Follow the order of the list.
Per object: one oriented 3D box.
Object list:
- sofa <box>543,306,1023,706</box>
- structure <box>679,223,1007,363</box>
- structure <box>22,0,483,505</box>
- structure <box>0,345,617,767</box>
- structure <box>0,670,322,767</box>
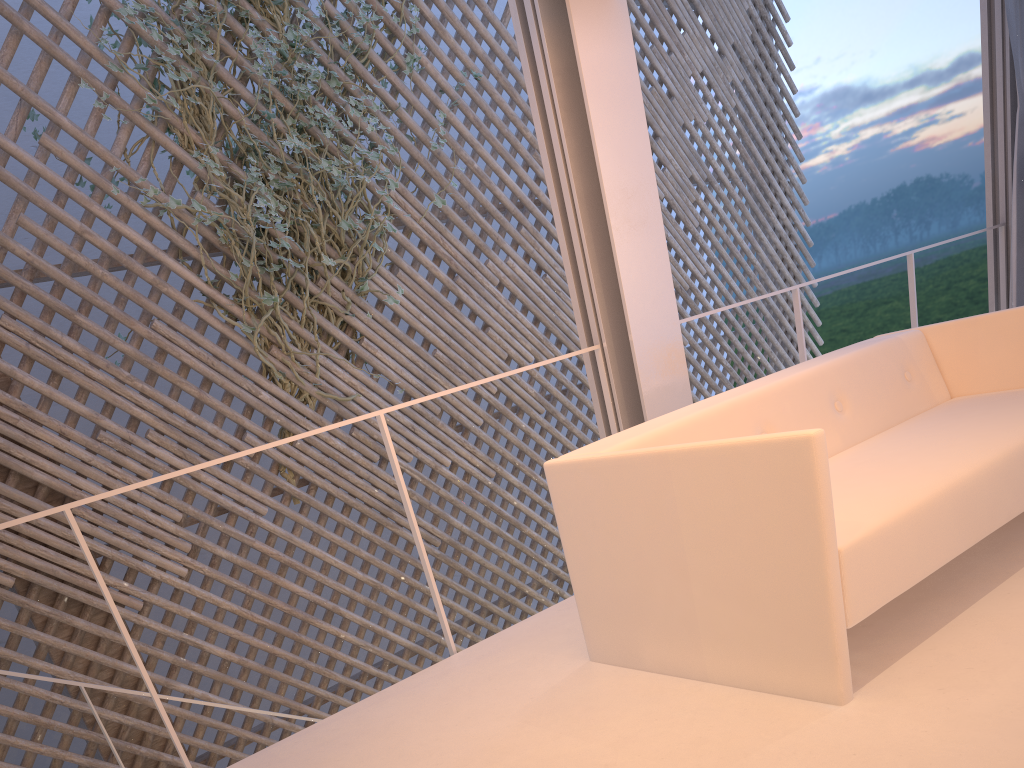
[{"bbox_3d":[0.614,0.158,1.431,0.921,0.404,0.492,-19,10,-32],"label":"sofa"},{"bbox_3d":[1.024,-0.040,2.376,1.591,0.616,0.026,-18,19,-31],"label":"structure"},{"bbox_3d":[-0.658,-1.068,2.902,2.164,2.967,0.725,-26,22,-39],"label":"structure"},{"bbox_3d":[-0.390,0.398,1.482,1.593,0.616,0.026,-18,19,-31],"label":"structure"},{"bbox_3d":[-0.761,1.238,2.281,1.806,2.139,1.166,-25,19,-38],"label":"structure"}]
